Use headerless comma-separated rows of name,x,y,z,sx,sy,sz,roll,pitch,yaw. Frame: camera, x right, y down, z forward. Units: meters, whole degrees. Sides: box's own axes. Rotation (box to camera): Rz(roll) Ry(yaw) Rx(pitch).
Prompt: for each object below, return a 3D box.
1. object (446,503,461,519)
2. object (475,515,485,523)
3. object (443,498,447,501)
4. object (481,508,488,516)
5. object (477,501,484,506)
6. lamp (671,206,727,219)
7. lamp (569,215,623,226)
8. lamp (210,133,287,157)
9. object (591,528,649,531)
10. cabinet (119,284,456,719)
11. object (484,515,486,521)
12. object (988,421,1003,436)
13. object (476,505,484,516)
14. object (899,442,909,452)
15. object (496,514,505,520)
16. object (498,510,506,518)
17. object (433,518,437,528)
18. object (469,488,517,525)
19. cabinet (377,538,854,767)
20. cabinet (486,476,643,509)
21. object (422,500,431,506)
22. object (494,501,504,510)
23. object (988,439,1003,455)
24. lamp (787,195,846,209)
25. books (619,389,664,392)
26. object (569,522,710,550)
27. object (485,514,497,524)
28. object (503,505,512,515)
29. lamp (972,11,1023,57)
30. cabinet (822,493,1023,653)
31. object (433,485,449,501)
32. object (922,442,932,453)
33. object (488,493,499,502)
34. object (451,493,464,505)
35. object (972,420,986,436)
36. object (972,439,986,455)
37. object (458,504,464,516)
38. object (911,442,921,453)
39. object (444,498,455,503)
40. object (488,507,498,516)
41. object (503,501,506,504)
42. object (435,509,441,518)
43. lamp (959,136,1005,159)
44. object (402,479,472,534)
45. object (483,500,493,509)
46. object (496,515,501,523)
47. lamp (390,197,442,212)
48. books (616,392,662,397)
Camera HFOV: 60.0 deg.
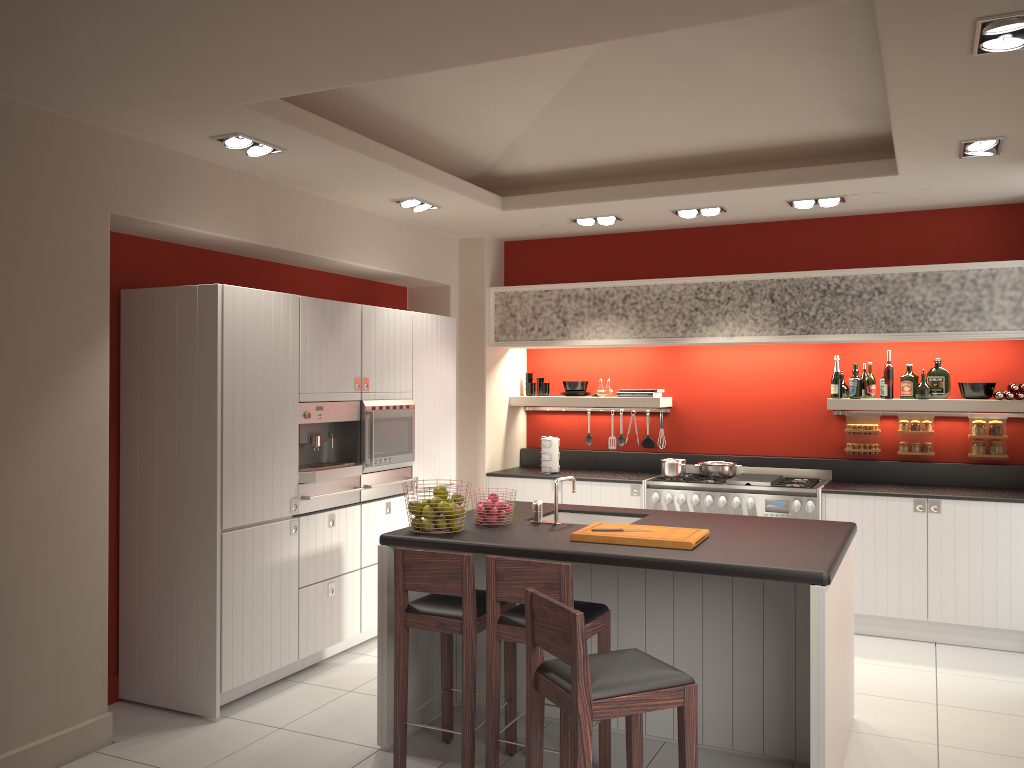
object,-0.289,0.623,4.340,0.082,0.082,0.082,0,0,-8
object,-0.166,0.696,4.592,0.050,0.049,0.049,0,0,-9
object,-0.360,0.590,4.446,0.078,0.076,0.071,0,0,-5
object,-0.141,0.655,4.551,0.041,0.041,0.040,0,0,-28
object,-0.160,0.635,4.636,0.049,0.049,0.048,0,0,33
lamp,1.340,-1.256,6.357,0.361,0.104,0.199,0,0,25
lamp,0.634,-1.255,6.690,0.361,0.109,0.199,0,0,25
lamp,-1.373,-1.263,4.630,0.199,0.103,0.361,0,0,25
object,0.521,0.682,4.152,0.302,0.010,0.035,0,0,-4
cabinet,-1.295,0.607,5.894,0.716,2.250,2.557,0,0,25
object,-0.131,0.696,4.621,0.050,0.049,0.049,0,0,-9
object,3.528,0.328,6.468,0.094,0.120,0.093,0,0,-44
object,-0.156,0.653,4.591,0.059,0.059,0.060,0,0,37
object,2.977,0.480,6.730,0.068,0.088,0.068,0,0,-44
object,-0.062,0.696,4.672,0.050,0.049,0.049,0,0,-9
object,-0.052,0.671,4.586,0.046,0.043,0.046,0,0,-25
object,-0.387,0.690,4.396,0.055,0.054,0.053,0,0,29
object,-0.097,0.637,4.616,0.248,0.168,0.248,0,0,13
cabinet,0.578,1.279,4.457,2.034,1.011,1.423,0,0,25
cabinet,0.545,1.269,7.445,1.361,0.993,0.687,0,0,25
object,-0.420,0.599,4.401,0.057,0.061,0.062,0,0,40
object,-0.066,0.629,4.573,0.051,0.055,0.056,0,0,40
object,3.528,0.464,6.467,0.094,0.120,0.093,0,0,-44
lamp,2.065,-1.255,6.016,0.361,0.103,0.199,0,0,25
books,1.101,0.056,7.511,0.332,0.026,0.207,0,0,26
object,0.600,0.704,4.139,0.570,0.033,0.372,0,0,24
object,-0.107,0.690,4.569,0.062,0.057,0.061,0,0,25
object,-0.028,0.658,4.640,0.055,0.056,0.055,0,0,35
lamp,1.757,-1.263,3.157,0.199,0.085,0.361,0,0,25
cabinet,2.957,1.271,6.309,1.361,0.993,0.687,0,0,25
object,-0.352,0.539,4.394,0.078,0.080,0.078,0,0,25
object,3.118,0.480,6.664,0.068,0.088,0.068,0,0,-44
object,-0.096,0.592,4.597,0.056,0.058,0.056,0,0,-20
object,-0.271,0.573,4.422,0.067,0.064,0.067,0,0,26
object,3.431,0.328,6.514,0.094,0.120,0.093,0,0,-44
object,3.431,0.464,6.512,0.094,0.120,0.093,0,0,-44
object,-0.265,0.626,4.395,0.057,0.057,0.055,0,0,17
object,3.048,0.480,6.697,0.068,0.088,0.068,0,0,-44
object,-0.311,0.590,4.384,0.056,0.054,0.057,0,0,-4
object,-0.097,0.651,4.540,0.048,0.046,0.048,0,0,-16
object,-0.056,0.642,4.679,0.056,0.050,0.055,0,0,-26
object,-0.386,0.648,4.446,0.064,0.060,0.064,0,0,20
lamp,2.467,-1.257,4.665,0.199,0.090,0.361,0,0,25
object,-0.371,0.602,4.374,0.341,0.232,0.341,0,0,-32
object,-0.124,0.616,4.540,0.048,0.046,0.048,0,0,-19
object,-0.077,0.702,4.612,0.040,0.039,0.039,0,0,-16
lamp,-0.663,-1.250,6.138,0.199,0.084,0.361,0,0,25
books,1.077,0.090,7.499,0.331,0.042,0.207,0,0,30
